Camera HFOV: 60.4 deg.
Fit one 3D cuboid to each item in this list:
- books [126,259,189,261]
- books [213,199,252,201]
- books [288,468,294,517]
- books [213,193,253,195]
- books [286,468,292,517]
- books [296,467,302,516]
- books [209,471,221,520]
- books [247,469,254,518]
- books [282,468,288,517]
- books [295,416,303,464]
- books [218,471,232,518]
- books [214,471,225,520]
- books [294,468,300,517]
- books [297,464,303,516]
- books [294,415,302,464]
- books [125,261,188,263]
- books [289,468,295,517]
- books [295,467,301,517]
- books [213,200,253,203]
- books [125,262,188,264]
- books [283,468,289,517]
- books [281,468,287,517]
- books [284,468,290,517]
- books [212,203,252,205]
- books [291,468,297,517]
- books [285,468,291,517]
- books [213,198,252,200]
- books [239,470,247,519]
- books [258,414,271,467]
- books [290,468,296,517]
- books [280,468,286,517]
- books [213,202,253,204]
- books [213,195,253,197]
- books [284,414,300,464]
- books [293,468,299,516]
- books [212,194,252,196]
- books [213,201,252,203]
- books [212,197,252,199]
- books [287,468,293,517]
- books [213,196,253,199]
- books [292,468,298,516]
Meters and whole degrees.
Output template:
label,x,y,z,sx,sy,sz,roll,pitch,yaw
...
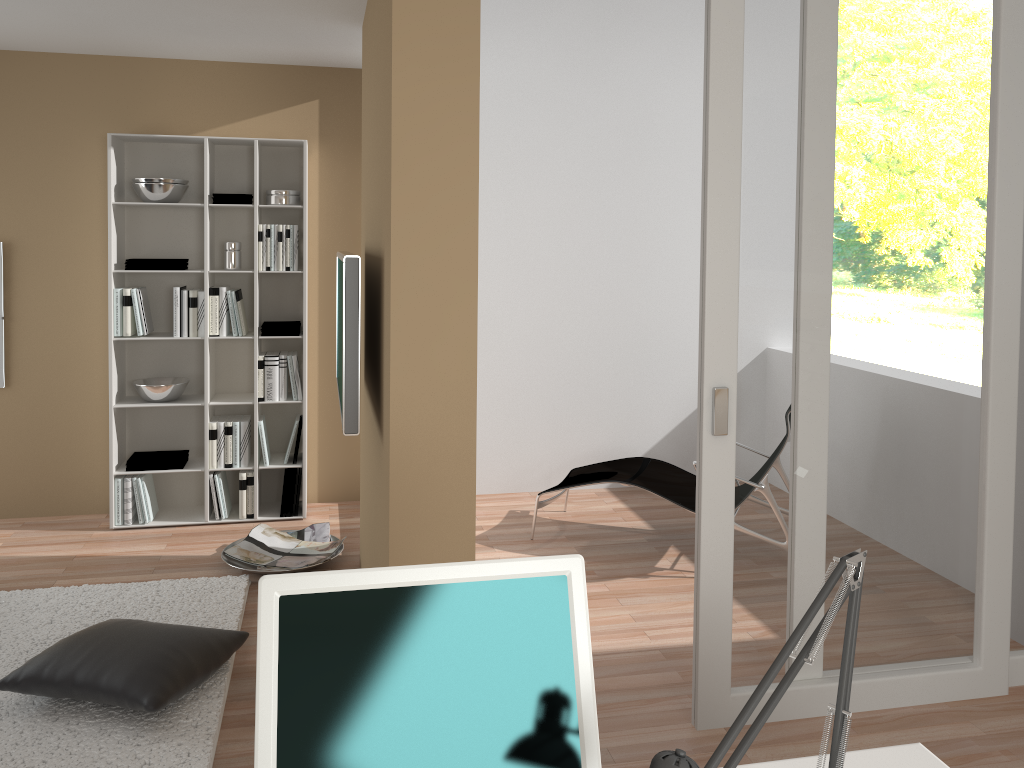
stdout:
label,x,y,z,sx,sy,sz,roll,pitch,yaw
books,-1.973,-0.694,4.909,0.297,0.006,0.212,-1,9,-12
books,-1.588,-1.039,5.004,0.210,0.006,0.300,-2,10,-17
books,-1.277,0.605,5.089,0.032,0.267,0.213,0,5,-12
books,-1.586,-1.071,5.000,0.210,0.006,0.300,-2,10,-17
books,-1.288,0.605,5.087,0.032,0.267,0.213,0,5,-12
books,-1.234,0.601,5.098,0.032,0.272,0.221,0,5,-12
books,-1.678,0.613,4.999,0.060,0.258,0.209,0,5,-12
books,-1.490,0.610,5.039,0.040,0.257,0.209,0,5,-12
books,-1.310,0.603,5.085,0.032,0.269,0.216,0,5,-12
books,-1.235,0.321,5.118,0.043,0.236,0.213,0,5,-12
books,-1.638,0.610,5.020,0.058,0.256,0.209,0,5,-12
books,-1.652,0.615,5.001,0.058,0.256,0.209,0,5,-12
books,-1.244,0.604,5.096,0.032,0.267,0.213,0,5,-12
books,-1.228,0.603,5.100,0.032,0.267,0.213,0,5,-12
books,-1.243,0.319,5.117,0.043,0.241,0.221,0,5,-12
books,-1.978,-0.684,4.912,0.297,0.008,0.213,-1,9,-12
books,-1.271,0.605,5.090,0.032,0.267,0.213,0,5,-12
books,-1.239,0.604,5.097,0.032,0.267,0.213,0,5,-12
books,-1.589,-1.034,5.007,0.210,0.006,0.300,-2,10,-19
books,-1.978,-0.679,4.912,0.297,0.008,0.213,-1,9,-12
books,-1.305,0.603,5.086,0.032,0.269,0.216,0,5,-12
books,-1.314,0.606,5.079,0.032,0.267,0.213,0,5,-12
books,-1.298,0.603,5.083,0.032,0.271,0.218,0,5,-12
books,-1.590,-1.017,5.006,0.210,0.007,0.300,-2,10,-17
books,-1.261,0.602,5.096,0.032,0.269,0.216,0,5,-12
books,-1.293,0.605,5.085,0.032,0.267,0.213,0,5,-12
books,-1.588,-1.044,5.004,0.210,0.006,0.300,-2,10,-17
books,-1.529,0.611,5.026,0.040,0.257,0.209,0,5,-12
books,-1.420,0.321,5.047,0.060,0.258,0.209,0,5,-12
books,-1.266,0.605,5.090,0.032,0.267,0.213,0,5,-12
books,-1.320,0.606,5.080,0.032,0.267,0.213,0,5,-12
books,-1.588,-1.022,5.006,0.210,0.006,0.300,-2,10,-17
books,-1.585,-1.061,5.005,0.210,0.008,0.300,-2,10,-17
books,-1.277,0.317,5.111,0.085,0.244,0.209,0,5,-12
books,-1.249,0.602,5.093,0.032,0.271,0.218,0,5,-12
books,-1.588,-1.066,5.001,0.210,0.007,0.300,-2,10,-17
books,-1.588,-1.028,5.006,0.210,0.006,0.300,-2,10,-17
books,-1.590,-1.050,5.004,0.210,0.006,0.300,-2,9,-16
books,-1.282,0.602,5.088,0.032,0.272,0.221,0,5,-12
books,-1.585,-1.056,5.005,0.210,0.008,0.300,-2,10,-17
books,-1.256,0.602,5.097,0.032,0.269,0.216,0,5,-12
